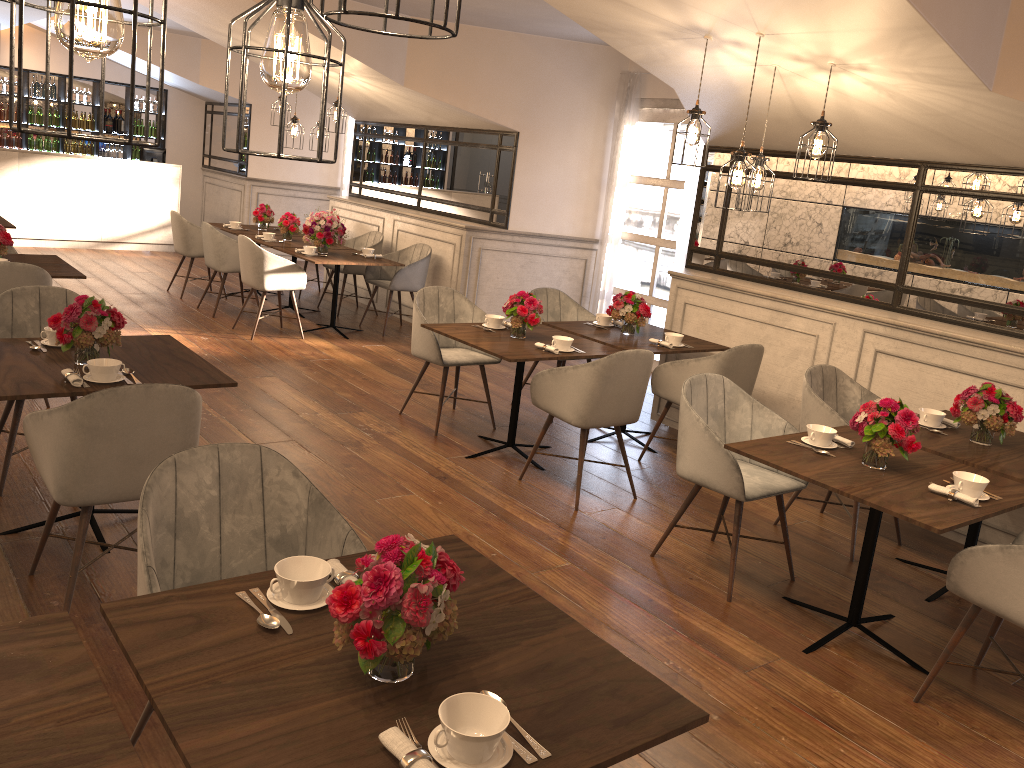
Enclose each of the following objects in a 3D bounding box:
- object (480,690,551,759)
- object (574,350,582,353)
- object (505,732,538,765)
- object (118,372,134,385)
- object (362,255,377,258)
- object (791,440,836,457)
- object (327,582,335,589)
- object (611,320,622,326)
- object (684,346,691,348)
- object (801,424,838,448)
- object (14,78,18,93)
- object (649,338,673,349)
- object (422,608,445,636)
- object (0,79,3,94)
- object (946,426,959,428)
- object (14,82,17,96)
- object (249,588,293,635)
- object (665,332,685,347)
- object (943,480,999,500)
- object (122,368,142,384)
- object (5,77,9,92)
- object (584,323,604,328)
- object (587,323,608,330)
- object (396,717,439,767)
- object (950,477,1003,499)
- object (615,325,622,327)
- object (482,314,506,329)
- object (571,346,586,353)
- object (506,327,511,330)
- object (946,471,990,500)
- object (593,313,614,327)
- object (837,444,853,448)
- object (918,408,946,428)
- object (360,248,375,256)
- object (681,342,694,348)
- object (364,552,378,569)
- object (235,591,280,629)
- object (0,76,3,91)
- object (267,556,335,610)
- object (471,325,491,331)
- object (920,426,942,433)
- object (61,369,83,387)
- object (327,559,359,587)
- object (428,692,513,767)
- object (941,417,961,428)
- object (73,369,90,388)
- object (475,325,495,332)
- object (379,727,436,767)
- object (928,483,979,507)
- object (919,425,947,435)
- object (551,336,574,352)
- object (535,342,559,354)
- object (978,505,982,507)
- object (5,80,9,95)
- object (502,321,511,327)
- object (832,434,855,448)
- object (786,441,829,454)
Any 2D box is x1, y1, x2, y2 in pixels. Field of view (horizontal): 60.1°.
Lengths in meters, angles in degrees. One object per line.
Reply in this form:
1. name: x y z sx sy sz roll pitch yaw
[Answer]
1. object: 0.005 0.616 1.613 0.043 0.015 0.199 -5 18 -41
2. object: 0.329 -0.206 5.137 0.022 0.004 0.213 -4 17 -38
3. object: -0.027 0.621 1.597 0.022 0.004 0.213 -4 17 -38
4. object: -1.533 -0.027 3.492 0.022 0.004 0.213 -4 17 -38
5. object: -1.328 -1.202 8.328 0.193 0.024 0.025 -4 16 -38
6. object: 1.250 0.267 3.669 0.022 0.004 0.213 -4 17 -38
7. object: -0.401 0.463 2.012 0.025 0.024 0.194 -3 17 -38
8. object: 0.720 -0.428 6.163 0.056 0.038 0.177 -3 17 -38
9. object: 1.071 -0.259 5.721 0.022 0.004 0.213 -4 17 -38
10. object: 1.299 0.222 3.731 0.149 0.071 0.149 11 14 18
11. object: -6.882 -4.141 12.300 0.069 0.206 0.040 -2 14 -39
12. object: 0.939 -0.258 5.579 0.056 0.038 0.177 -3 17 -38
13. object: -0.170 0.437 1.653 0.078 0.051 0.050 11 13 16
14. object: -7.044 -4.095 12.182 0.070 0.188 0.041 -2 14 -39
15. object: 2.107 0.190 4.362 0.025 0.024 0.194 -3 17 -38
16. object: -6.886 -4.106 12.307 0.070 0.188 0.041 -2 14 -39
17. object: -0.516 0.487 1.904 0.022 0.004 0.213 -4 17 -38
18. object: 1.030 -0.281 5.647 0.149 0.071 0.149 11 14 18
19. object: 1.738 0.402 3.363 0.022 0.004 0.213 -4 17 -38
20. object: -1.500 -0.033 3.508 0.043 0.015 0.199 -5 18 -41
21. object: -6.961 -4.136 12.238 0.069 0.206 0.040 -2 14 -39
22. object: 0.558 -0.399 6.015 0.043 0.014 0.199 -2 16 -34
23. object: 0.583 -0.394 6.028 0.022 0.004 0.213 -4 17 -38
24. object: -0.139 0.625 1.485 0.025 0.024 0.194 -3 17 -38
25. object: 1.771 0.396 3.378 0.043 0.015 0.199 -5 18 -41
26. object: 0.698 -0.417 6.136 0.025 0.024 0.194 -3 17 -38
27. object: -0.110 -0.385 5.505 0.149 0.071 0.149 11 14 18
28. object: 0.361 -0.211 5.152 0.043 0.015 0.199 -5 18 -41
29. object: -0.045 -0.364 5.552 0.025 0.024 0.194 -3 17 -38
30. object: 1.697 0.379 3.288 0.149 0.071 0.149 11 14 18
31. object: 0.632 -0.438 6.090 0.149 0.071 0.149 11 14 18
32. object: 1.365 0.243 3.777 0.025 0.024 0.194 -3 17 -38
33. object: 2.042 0.169 4.315 0.149 0.071 0.149 11 14 18
34. object: -1.366 -1.246 8.391 0.148 0.071 0.150 8 13 3
35. object: 1.104 -0.265 5.737 0.043 0.015 0.199 -5 18 -41
36. object: -0.265 0.359 1.761 0.077 0.052 0.046 10 12 13
37. object: -0.547 0.482 1.886 0.043 0.015 0.199 -5 18 -41
38. object: -7.040 -4.130 12.175 0.069 0.206 0.040 -2 14 -39
39. object: -0.466 0.442 1.966 0.149 0.071 0.149 14 15 28
40. object: -0.185 -0.346 5.431 0.043 0.014 0.199 -2 16 -34
41. object: 1.967 0.208 4.241 0.043 0.014 0.199 -2 16 -34
42. object: -1.665 -0.026 3.350 0.056 0.038 0.177 -3 17 -38
43. object: -0.379 0.452 2.039 0.056 0.038 0.177 -3 17 -38
44. object: -0.068 0.599 1.523 0.149 0.071 0.149 14 15 28
45. object: 2.129 0.179 4.389 0.056 0.038 0.177 -3 17 -38
46. object: -1.645 -0.024 3.380 0.025 0.024 0.194 -3 17 -38
47. object: -0.159 -0.340 5.443 0.022 0.004 0.213 -4 17 -38
48. object: -0.160 0.622 1.455 0.056 0.038 0.177 -3 17 -38
49. object: 1.606 0.402 3.221 0.056 0.038 0.177 -3 17 -38
50. object: 1.993 0.213 4.253 0.022 0.004 0.213 -4 17 -38
51. object: 0.288 -0.228 5.062 0.149 0.071 0.149 11 14 18
52. object: 0.196 -0.205 4.995 0.056 0.038 0.177 -3 17 -38
53. object: 1.626 0.405 3.251 0.025 0.024 0.194 -3 17 -38
54. object: -6.965 -4.101 12.244 0.070 0.188 0.041 -2 14 -39
55. object: -0.023 -0.375 5.579 0.056 0.038 0.177 -3 17 -38
56. object: 1.387 0.232 3.805 0.056 0.038 0.177 -3 17 -38
57. object: 1.225 0.261 3.656 0.043 0.014 0.199 -2 16 -34
